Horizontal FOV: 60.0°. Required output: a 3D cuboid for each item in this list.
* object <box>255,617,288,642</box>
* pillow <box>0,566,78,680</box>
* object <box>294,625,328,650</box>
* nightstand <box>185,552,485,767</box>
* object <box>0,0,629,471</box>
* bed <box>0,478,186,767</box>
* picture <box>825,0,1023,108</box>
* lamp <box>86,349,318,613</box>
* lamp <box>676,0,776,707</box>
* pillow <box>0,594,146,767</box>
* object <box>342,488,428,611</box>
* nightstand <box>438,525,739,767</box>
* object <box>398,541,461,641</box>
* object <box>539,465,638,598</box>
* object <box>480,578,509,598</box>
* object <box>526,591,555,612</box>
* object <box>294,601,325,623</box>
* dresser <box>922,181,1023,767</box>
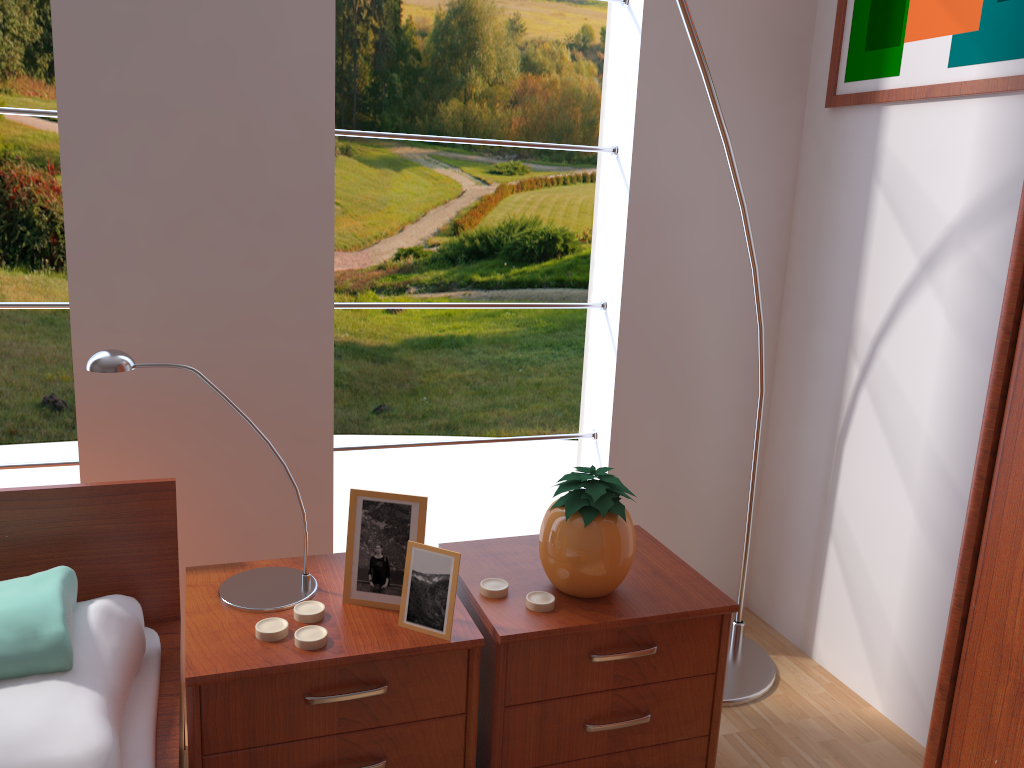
[{"bbox_3d":[-0.370,0.380,1.367,0.049,0.018,0.049,-6,15,-33],"label":"object"},{"bbox_3d":[-0.834,0.381,1.339,0.322,0.116,0.276,-3,14,-23],"label":"pillow"},{"bbox_3d":[-0.306,0.387,1.349,0.049,0.018,0.049,-6,15,-33],"label":"object"},{"bbox_3d":[-0.323,0.577,1.530,0.439,0.442,0.377,-2,14,-20],"label":"nightstand"},{"bbox_3d":[-0.683,-0.705,1.756,2.205,1.815,0.033,-2,14,-20],"label":"object"},{"bbox_3d":[-0.906,0.688,0.578,1.632,0.560,1.990,-2,14,-20],"label":"bed"},{"bbox_3d":[0.870,-0.830,1.742,0.030,0.517,0.645,-2,14,-20],"label":"picture"},{"bbox_3d":[-0.478,0.153,1.416,0.337,0.421,0.163,-5,15,-31],"label":"lamp"},{"bbox_3d":[0.343,-0.062,1.851,0.387,1.603,0.799,14,17,41],"label":"lamp"},{"bbox_3d":[-0.868,0.485,1.273,0.630,0.182,0.574,-2,14,-21],"label":"pillow"},{"bbox_3d":[-0.210,0.275,1.463,0.131,0.191,0.037,5,13,10],"label":"object"},{"bbox_3d":[0.115,0.563,1.687,0.439,0.442,0.377,-2,14,-20],"label":"nightstand"},{"bbox_3d":[-0.130,0.323,1.388,0.094,0.137,0.027,9,14,24],"label":"object"},{"bbox_3d":[0.133,0.255,1.559,0.169,0.223,0.170,-8,17,-40],"label":"object"},{"bbox_3d":[-0.031,0.356,1.543,0.049,0.018,0.049,-6,15,-33],"label":"object"},{"bbox_3d":[0.048,0.370,1.502,0.049,0.018,0.049,-6,15,-33],"label":"object"},{"bbox_3d":[-0.326,0.368,1.427,0.049,0.018,0.049,-6,15,-33],"label":"object"},{"bbox_3d":[1.168,0.133,0.284,0.487,2.004,2.017,-2,14,-20],"label":"dresser"}]
